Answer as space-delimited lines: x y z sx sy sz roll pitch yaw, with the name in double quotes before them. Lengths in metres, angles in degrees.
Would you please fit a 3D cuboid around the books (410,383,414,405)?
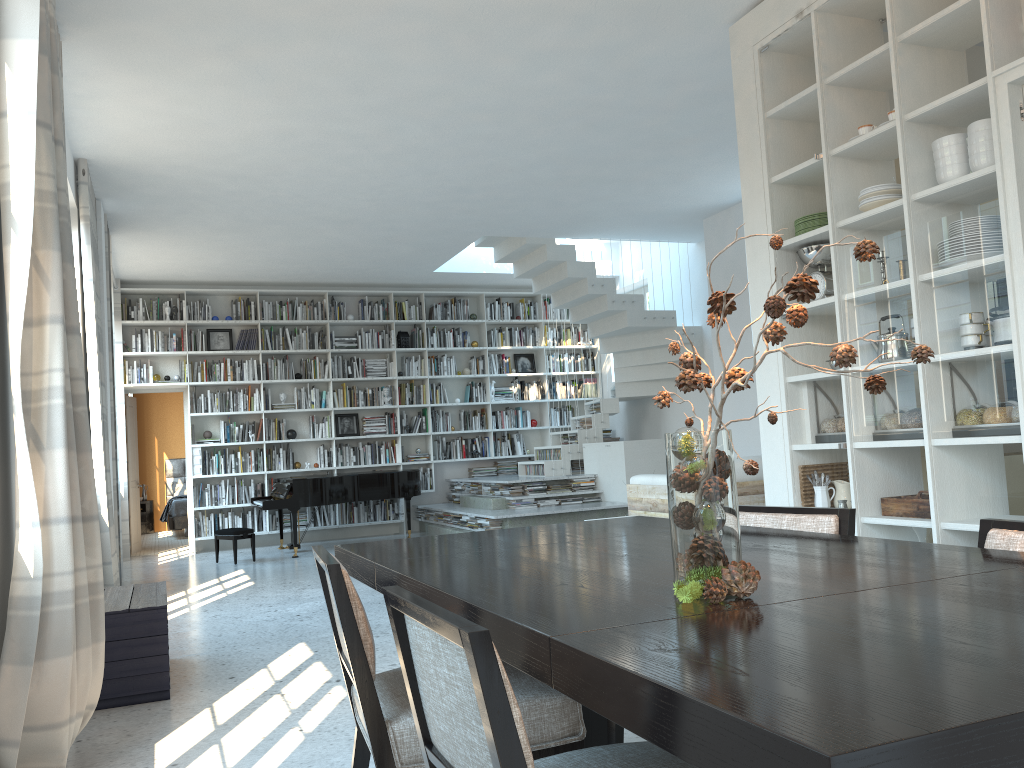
"books" -1.318 0.139 11.624 0.019 0.293 0.182 -2 -4 -22

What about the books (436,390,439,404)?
"books" -1.008 0.179 11.738 0.017 0.192 0.191 -2 -4 -22

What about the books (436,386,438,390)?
"books" -1.007 0.156 11.768 0.008 0.242 0.169 -2 -4 -22

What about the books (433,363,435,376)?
"books" -1.062 -0.178 11.780 0.021 0.178 0.136 -2 -4 -22

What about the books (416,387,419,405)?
"books" -1.265 0.162 11.640 0.027 0.242 0.189 -2 -4 -22

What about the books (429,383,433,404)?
"books" -1.098 0.135 11.725 0.035 0.287 0.191 -2 -4 -22

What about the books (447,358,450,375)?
"books" -0.869 -0.218 11.846 0.025 0.244 0.183 -2 -4 -22

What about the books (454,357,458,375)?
"books" -0.775 -0.224 11.903 0.034 0.254 0.161 -2 -4 -22

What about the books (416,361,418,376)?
"books" -1.268 -0.188 11.684 0.029 0.211 0.158 -2 -4 -22

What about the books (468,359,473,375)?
"books" -0.557 -0.214 11.991 0.015 0.220 0.140 -2 -4 -22

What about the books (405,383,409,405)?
"books" -1.382 0.141 11.612 0.019 0.294 0.164 -2 -4 -22

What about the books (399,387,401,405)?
"books" -1.489 0.170 11.598 0.013 0.246 0.176 -2 -4 -22

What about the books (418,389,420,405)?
"books" -1.244 0.181 11.655 0.034 0.204 0.181 -2 -4 -22

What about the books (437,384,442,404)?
"books" -0.965 0.140 11.781 0.006 0.270 0.178 -2 -4 -22

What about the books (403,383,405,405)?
"books" -1.427 0.143 11.591 0.035 0.293 0.145 -2 -4 -22

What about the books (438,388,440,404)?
"books" -0.984 0.170 11.768 0.007 0.211 0.158 -2 -4 -22

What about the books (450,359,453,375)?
"books" -0.827 -0.213 11.868 0.021 0.232 0.183 -2 -4 -22

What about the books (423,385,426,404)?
"books" -1.174 0.149 11.714 0.033 0.268 0.142 -2 -4 -22

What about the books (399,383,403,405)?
"books" -1.452 0.144 11.586 0.035 0.293 0.145 -2 -4 -22

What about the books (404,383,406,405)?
"books" -1.421 0.144 11.610 0.035 0.293 0.145 -2 -4 -22

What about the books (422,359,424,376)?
"books" -1.202 -0.200 11.701 0.028 0.229 0.177 -2 -4 -22

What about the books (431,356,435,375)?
"books" -1.055 -0.229 11.805 0.014 0.283 0.135 -2 -4 -22

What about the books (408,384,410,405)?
"books" -1.372 0.151 11.641 0.035 0.278 0.139 -2 -4 -22

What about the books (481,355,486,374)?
"books" -0.397 -0.250 12.030 0.005 0.277 0.182 -2 -4 -22

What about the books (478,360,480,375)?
"books" -0.473 -0.210 12.024 0.012 0.206 0.137 -2 -4 -22

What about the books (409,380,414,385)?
"books" -1.314 0.118 11.647 0.021 0.337 0.169 -2 -4 -22

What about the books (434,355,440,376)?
"books" -0.992 -0.233 11.790 0.014 0.280 0.177 -2 -4 -22

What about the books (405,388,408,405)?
"books" -1.398 0.173 11.607 0.015 0.231 0.180 -2 -4 -22

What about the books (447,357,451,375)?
"books" -0.854 -0.226 11.874 0.024 0.262 0.133 -2 -4 -22

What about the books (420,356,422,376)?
"books" -1.224 -0.222 11.712 0.025 0.277 0.173 -2 -4 -22

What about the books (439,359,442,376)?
"books" -0.976 -0.211 11.801 0.022 0.237 0.164 -2 -4 -22

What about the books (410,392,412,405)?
"books" -1.347 0.199 11.649 0.030 0.181 0.131 -2 -4 -22

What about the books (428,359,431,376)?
"books" -1.117 -0.207 11.770 0.030 0.242 0.138 -2 -4 -22

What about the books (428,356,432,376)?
"books" -1.096 -0.226 11.775 0.014 0.278 0.154 -2 -4 -22

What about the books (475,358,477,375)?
"books" -0.511 -0.228 12.003 0.016 0.243 0.151 -2 -4 -22

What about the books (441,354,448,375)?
"books" -0.900 -0.241 11.851 0.027 0.295 0.159 -2 -4 -22

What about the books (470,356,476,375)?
"books" -0.522 -0.240 11.988 0.015 0.267 0.164 -2 -4 -22

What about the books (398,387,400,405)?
"books" -1.498 0.171 11.582 0.014 0.244 0.145 -2 -4 -22

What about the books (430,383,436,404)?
"books" -1.051 0.137 11.727 0.013 0.279 0.192 -2 -4 -22

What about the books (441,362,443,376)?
"books" -0.957 -0.190 11.816 0.025 0.194 0.171 -2 -4 -22

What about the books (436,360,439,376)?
"books" -1.016 -0.198 11.798 0.026 0.215 0.161 -2 -4 -22

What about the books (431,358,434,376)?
"books" -1.076 -0.213 11.764 0.014 0.247 0.176 -2 -4 -22

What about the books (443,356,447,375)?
"books" -0.916 -0.227 11.816 0.030 0.263 0.182 -2 -4 -22

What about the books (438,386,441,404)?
"books" -0.978 0.155 11.785 0.017 0.242 0.132 -2 -4 -22

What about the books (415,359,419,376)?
"books" -1.254 -0.199 11.698 0.024 0.233 0.150 -2 -4 -22

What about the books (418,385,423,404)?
"books" -1.205 0.150 11.689 0.032 0.266 0.143 -2 -4 -22

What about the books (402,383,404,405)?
"books" -1.445 0.145 11.601 0.035 0.293 0.145 -2 -4 -22

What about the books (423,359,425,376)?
"books" -1.190 -0.203 11.723 0.026 0.237 0.173 -2 -4 -22

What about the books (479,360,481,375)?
"books" -0.458 -0.209 12.018 0.013 0.202 0.173 -2 -4 -22

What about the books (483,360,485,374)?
"books" -0.406 -0.213 12.031 0.012 0.206 0.169 -2 -4 -22

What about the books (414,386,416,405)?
"books" -1.296 0.160 11.654 0.033 0.253 0.175 -2 -4 -22

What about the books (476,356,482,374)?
"books" -0.442 -0.238 12.015 0.016 0.256 0.176 -2 -4 -22

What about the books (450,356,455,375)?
"books" -0.803 -0.234 11.867 0.024 0.272 0.169 -2 -4 -22

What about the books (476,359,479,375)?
"books" -0.486 -0.221 12.014 0.016 0.228 0.160 -2 -4 -22

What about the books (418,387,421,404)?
"books" -1.228 0.165 11.684 0.028 0.239 0.145 -2 -4 -22

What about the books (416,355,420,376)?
"books" -1.240 -0.229 11.708 0.028 0.293 0.154 -2 -4 -22

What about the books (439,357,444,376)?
"books" -0.944 -0.221 11.831 0.011 0.256 0.131 -2 -4 -22

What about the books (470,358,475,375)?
"books" -0.538 -0.221 11.993 0.012 0.232 0.154 -2 -4 -22

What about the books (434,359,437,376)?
"books" -1.034 -0.208 11.790 0.013 0.236 0.157 -2 -4 -22
